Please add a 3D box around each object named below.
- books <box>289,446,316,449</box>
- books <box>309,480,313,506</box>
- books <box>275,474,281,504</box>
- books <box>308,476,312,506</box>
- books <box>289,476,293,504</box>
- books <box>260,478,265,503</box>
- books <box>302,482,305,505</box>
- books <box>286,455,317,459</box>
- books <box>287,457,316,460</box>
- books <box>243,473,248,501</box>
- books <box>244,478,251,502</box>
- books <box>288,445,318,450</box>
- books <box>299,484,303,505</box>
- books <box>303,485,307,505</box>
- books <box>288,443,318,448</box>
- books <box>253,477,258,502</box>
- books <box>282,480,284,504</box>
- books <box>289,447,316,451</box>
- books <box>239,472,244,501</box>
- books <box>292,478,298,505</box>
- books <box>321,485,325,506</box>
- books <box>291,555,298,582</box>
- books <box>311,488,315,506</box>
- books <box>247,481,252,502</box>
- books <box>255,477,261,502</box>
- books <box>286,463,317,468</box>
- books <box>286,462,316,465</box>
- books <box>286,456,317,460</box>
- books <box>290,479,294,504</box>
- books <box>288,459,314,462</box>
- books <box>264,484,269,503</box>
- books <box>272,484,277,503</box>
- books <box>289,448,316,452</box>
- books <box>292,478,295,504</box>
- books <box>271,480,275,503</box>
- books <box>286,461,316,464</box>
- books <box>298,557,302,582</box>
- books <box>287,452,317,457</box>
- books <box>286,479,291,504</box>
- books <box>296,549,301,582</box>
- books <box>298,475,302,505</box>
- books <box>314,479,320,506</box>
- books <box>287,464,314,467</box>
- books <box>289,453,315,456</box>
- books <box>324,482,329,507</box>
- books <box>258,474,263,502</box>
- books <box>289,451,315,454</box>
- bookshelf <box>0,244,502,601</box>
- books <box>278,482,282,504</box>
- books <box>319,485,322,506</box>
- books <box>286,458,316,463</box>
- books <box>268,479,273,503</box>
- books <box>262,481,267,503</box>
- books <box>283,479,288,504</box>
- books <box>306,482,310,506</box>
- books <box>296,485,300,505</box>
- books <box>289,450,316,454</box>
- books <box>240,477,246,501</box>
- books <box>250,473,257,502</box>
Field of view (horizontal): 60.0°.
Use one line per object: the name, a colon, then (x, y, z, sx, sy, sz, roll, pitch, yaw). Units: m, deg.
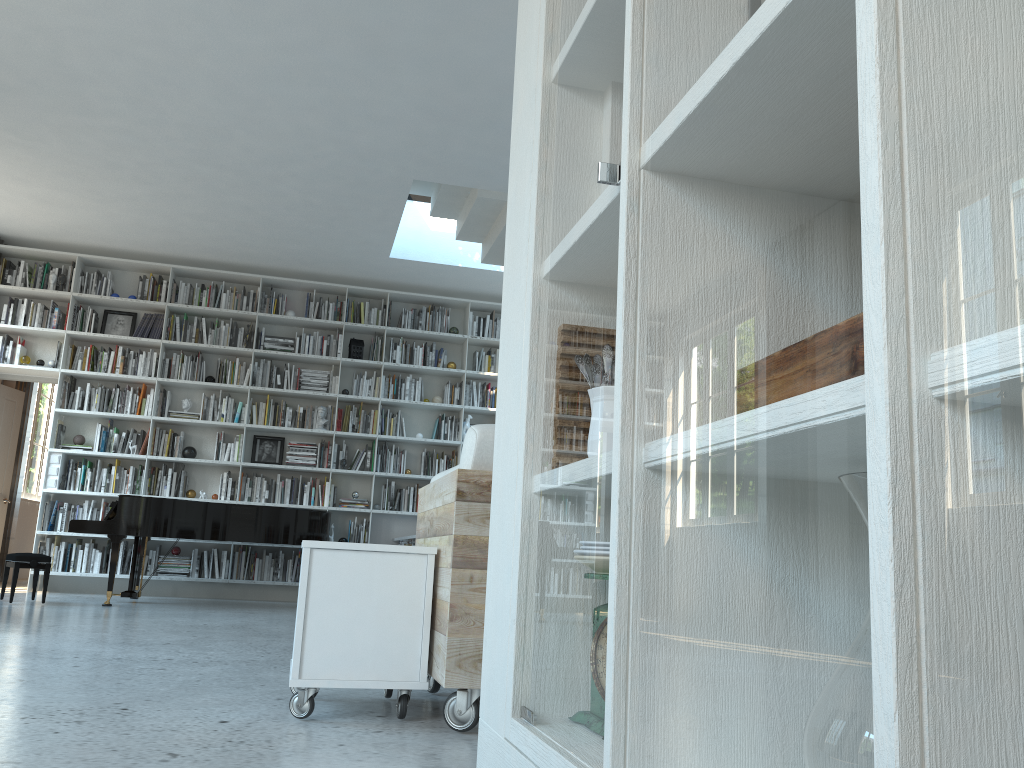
books: (-2.065, 0.636, 8.745, 0.254, 0.012, 0.161, 6, -12, -17)
books: (-1.970, 1.077, 8.699, 0.014, 0.255, 0.145, 5, -11, -13)
books: (-2.279, 1.028, 8.623, 0.026, 0.291, 0.152, 5, -11, -13)
books: (-1.981, 1.056, 8.693, 0.014, 0.293, 0.137, 5, -11, -13)
books: (-2.160, 1.045, 8.663, 0.014, 0.285, 0.135, 5, -11, -13)
books: (-2.419, 1.039, 8.597, 0.021, 0.244, 0.141, 5, -11, -13)
books: (-2.042, 1.079, 8.674, 0.014, 0.234, 0.154, 5, -11, -13)
books: (-2.068, 0.719, 8.726, 0.285, 0.012, 0.160, 5, -12, -8)
books: (-2.072, 0.744, 8.731, 0.285, 0.012, 0.160, 5, -12, -12)
books: (-2.569, 1.007, 8.555, 0.011, 0.275, 0.146, 5, -11, -13)
books: (-2.549, 1.027, 8.545, 0.027, 0.233, 0.168, 5, -11, -13)
books: (-2.065, 0.625, 8.751, 0.285, 0.012, 0.160, 5, -12, -11)
books: (-2.058, 1.089, 8.657, 0.024, 0.206, 0.183, 5, -11, -13)
books: (-2.021, 1.094, 8.664, 0.023, 0.204, 0.167, 5, -11, -13)
books: (-2.063, 0.612, 8.746, 0.285, 0.012, 0.160, 7, -12, -18)
books: (-2.480, 1.032, 8.585, 0.024, 0.247, 0.132, 5, -11, -13)
books: (-2.230, 1.060, 8.631, 0.031, 0.236, 0.159, 5, -11, -13)
books: (-2.066, 0.648, 8.744, 0.254, 0.012, 0.161, 6, -12, -16)
books: (-2.611, 1.000, 8.557, 0.012, 0.284, 0.160, 5, -11, -13)
books: (-2.114, 1.055, 8.647, 0.028, 0.264, 0.161, 5, -11, -13)
books: (-1.855, 1.103, 8.700, 0.011, 0.216, 0.166, 5, -11, -13)
books: (-2.083, 1.773, 8.512, 0.044, 0.250, 0.187, 5, -11, -13)
books: (-1.948, 1.110, 8.673, 0.023, 0.183, 0.169, 5, -11, -13)
books: (-2.528, 1.044, 8.560, 0.024, 0.208, 0.170, 5, -11, -13)
books: (-2.451, 1.032, 8.574, 0.027, 0.245, 0.179, 5, -11, -13)
books: (-2.073, 0.800, 8.710, 0.285, 0.012, 0.160, 7, -12, -18)
books: (-2.074, 0.790, 8.722, 0.285, 0.012, 0.160, 6, -12, -14)
books: (-2.070, 0.732, 8.731, 0.285, 0.012, 0.160, 5, -12, -11)
books: (-2.147, 1.062, 8.657, 0.011, 0.251, 0.158, 5, -11, -13)
books: (-2.071, 0.765, 8.718, 0.254, 0.012, 0.161, 7, -12, -18)
books: (-2.367, 1.068, 8.576, 0.029, 0.183, 0.175, 5, -11, -13)
books: (-2.302, 1.069, 8.596, 0.023, 0.196, 0.165, 5, -11, -13)
books: (-2.066, 0.660, 8.740, 0.254, 0.012, 0.161, 6, -12, -17)
books: (-2.134, 1.056, 8.650, 0.010, 0.261, 0.181, 5, -11, -13)
books: (-2.322, 1.053, 8.607, 0.013, 0.229, 0.139, 5, -11, -13)
books: (-2.071, 0.777, 8.715, 0.285, 0.012, 0.160, 5, -12, -8)
books: (-2.042, 1.789, 8.549, 0.028, 0.238, 0.140, 5, -11, -13)
books: (-2.067, 0.695, 8.730, 0.285, 0.012, 0.160, 5, -12, -8)
books: (-2.175, 1.058, 8.632, 0.026, 0.245, 0.191, 5, -11, -13)
books: (-2.054, 1.744, 8.529, 0.013, 0.316, 0.187, 5, -11, -13)
books: (-2.074, 1.044, 8.664, 0.012, 0.296, 0.178, 5, -11, -13)
books: (-1.915, 1.072, 8.701, 0.026, 0.271, 0.175, 5, -11, -13)
books: (-2.075, 0.813, 8.715, 0.254, 0.012, 0.161, 5, -12, -11)
books: (-2.067, 0.707, 8.729, 0.254, 0.012, 0.161, 7, -12, -18)
books: (-1.821, 1.091, 8.704, 0.033, 0.245, 0.176, 5, -11, -13)
books: (-2.430, 1.015, 8.579, 0.013, 0.281, 0.166, 5, -11, -13)
books: (-2.067, 0.684, 8.737, 0.254, 0.012, 0.161, 5, -12, -10)
bookshelf: (-1.971, 0.556, 8.720, 6.298, 3.135, 0.331, 6, -11, -13)
books: (-2.258, 1.066, 8.631, 0.025, 0.220, 0.140, 5, -11, -13)
books: (-1.880, 1.103, 8.692, 0.042, 0.212, 0.169, 5, -11, -13)
books: (-2.073, 0.756, 8.731, 0.285, 0.012, 0.160, 6, -12, -13)
books: (-2.340, 1.046, 8.594, 0.029, 0.237, 0.166, 5, -11, -13)
books: (-2.393, 1.050, 8.578, 0.023, 0.217, 0.175, 5, -11, -13)
books: (-2.205, 1.056, 8.653, 0.025, 0.254, 0.136, 5, -11, -13)
books: (-1.998, 1.081, 8.672, 0.023, 0.234, 0.175, 5, -11, -13)
books: (-2.095, 1.090, 8.661, 0.021, 0.202, 0.128, 5, -11, -13)
books: (-2.067, 0.672, 8.740, 0.254, 0.012, 0.161, 6, -12, -16)
books: (-2.591, 1.022, 8.555, 0.029, 0.243, 0.154, 5, -11, -13)
books: (-2.505, 1.010, 8.589, 0.027, 0.290, 0.141, 5, -11, -13)
